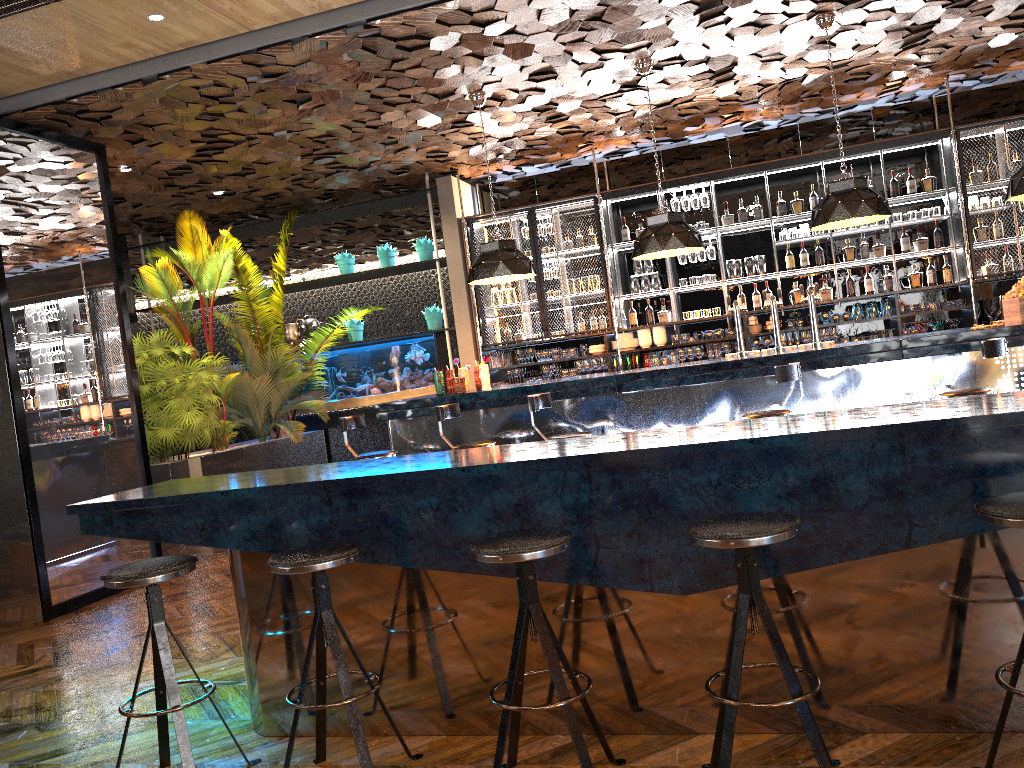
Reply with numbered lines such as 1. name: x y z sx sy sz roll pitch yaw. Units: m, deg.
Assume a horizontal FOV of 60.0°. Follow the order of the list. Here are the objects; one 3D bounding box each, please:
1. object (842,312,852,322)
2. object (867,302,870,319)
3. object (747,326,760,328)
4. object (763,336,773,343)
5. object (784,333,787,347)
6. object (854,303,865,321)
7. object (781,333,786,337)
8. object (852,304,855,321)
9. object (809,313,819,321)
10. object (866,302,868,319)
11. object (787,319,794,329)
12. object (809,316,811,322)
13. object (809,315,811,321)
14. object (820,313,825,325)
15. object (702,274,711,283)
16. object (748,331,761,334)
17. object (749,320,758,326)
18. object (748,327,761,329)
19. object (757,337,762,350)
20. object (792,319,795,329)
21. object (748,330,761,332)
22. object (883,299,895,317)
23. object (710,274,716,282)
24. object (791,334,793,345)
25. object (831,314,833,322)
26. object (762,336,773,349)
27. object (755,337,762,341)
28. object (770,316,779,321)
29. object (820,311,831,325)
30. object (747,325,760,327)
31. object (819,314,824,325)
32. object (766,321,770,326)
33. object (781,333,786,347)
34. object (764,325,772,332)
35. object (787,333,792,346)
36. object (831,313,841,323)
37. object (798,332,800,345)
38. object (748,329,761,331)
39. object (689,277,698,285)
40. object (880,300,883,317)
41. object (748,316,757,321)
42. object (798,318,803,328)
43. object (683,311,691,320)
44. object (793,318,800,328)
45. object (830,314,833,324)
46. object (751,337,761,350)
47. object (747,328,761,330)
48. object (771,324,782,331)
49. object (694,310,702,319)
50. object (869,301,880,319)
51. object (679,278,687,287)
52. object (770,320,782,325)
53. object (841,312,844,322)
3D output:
1. object: 3.426 -0.688 9.065 0.098 0.097 0.098 -8 2 -39
2. object: 3.686 -0.761 9.084 0.115 0.172 0.101 -9 2 -44
3. object: 2.573 -0.599 9.410 0.149 0.025 0.149 -8 1 -21
4. object: 2.730 -0.398 9.449 0.108 0.227 0.108 -8 1 -19
5. object: 2.877 -0.419 9.373 0.058 0.234 0.058 -8 2 -40
6. object: 3.522 -0.737 9.010 0.101 0.172 0.115 -9 2 -44
7. object: 2.904 -0.424 9.458 0.058 0.234 0.058 -8 1 -6
8. object: 3.551 -0.744 9.127 0.115 0.172 0.101 -7 1 26
9. object: 3.135 -0.667 9.181 0.100 0.125 0.100 -8 1 -34
10. object: 3.718 -0.767 9.200 0.101 0.172 0.115 -7 1 21
11. object: 2.894 -0.622 9.217 0.067 0.099 0.058 -8 1 -28
12. object: 3.201 -0.680 9.412 0.100 0.125 0.100 -7 1 30
13. object: 3.170 -0.674 9.298 0.100 0.125 0.100 -8 1 -26
14. object: 3.275 -0.687 9.261 0.108 0.126 0.108 -7 1 11
15. object: 2.095 -1.130 9.545 0.089 0.092 0.089 -7 1 1
16. object: 2.581 -0.546 9.411 0.149 0.022 0.149 -8 1 -15
17. object: 2.570 -0.642 9.407 0.094 0.070 0.107 -9 2 -43
18. object: 2.576 -0.589 9.409 0.149 0.026 0.148 -7 1 23
19. object: 2.622 -0.385 9.481 0.108 0.227 0.108 -8 1 -4
20. object: 2.959 -0.634 9.369 0.058 0.099 0.067 -7 1 19
21. object: 2.580 -0.556 9.411 0.149 0.023 0.149 -8 1 -15
22. object: 3.783 -0.770 8.930 0.115 0.172 0.101 -9 2 -44
23. object: 2.190 -1.146 9.705 0.089 0.092 0.089 -7 1 1
24. object: 2.946 -0.427 9.367 0.049 0.231 0.049 -8 1 -37
25. object: 3.359 -0.682 9.196 0.098 0.097 0.098 -8 1 -36
26. object: 2.695 -0.391 9.336 0.108 0.227 0.108 -8 1 -13
27. object: 2.658 -0.392 9.598 0.108 0.227 0.108 -9 2 -42
28. object: 2.760 -0.683 9.327 0.094 0.068 0.106 -7 1 16
29. object: 3.241 -0.681 9.151 0.108 0.126 0.108 -8 1 -39
30. object: 2.570 -0.610 9.410 0.149 0.026 0.148 -7 1 23
31. object: 3.308 -0.694 9.380 0.108 0.126 0.108 -8 1 -12
32. object: 2.751 -0.638 9.434 0.094 0.069 0.105 -8 1 -6
33. object: 2.841 -0.413 9.285 0.058 0.234 0.058 -7 1 20
34. object: 2.751 -0.593 9.439 0.106 0.067 0.094 -8 1 -21
35. object: 2.902 -0.418 9.247 0.049 0.231 0.049 -7 1 28
36. object: 3.329 -0.676 9.100 0.098 0.097 0.098 -8 1 -4
37. object: 3.018 -0.436 9.349 0.049 0.231 0.049 -7 1 25
38. object: 2.578 -0.567 9.411 0.149 0.023 0.149 -7 1 1
39. object: 1.976 -1.116 9.644 0.089 0.092 0.089 -8 1 -5
40. object: 3.850 -0.784 9.164 0.115 0.172 0.101 -7 1 26
41. object: 2.554 -0.685 9.409 0.094 0.069 0.106 -7 1 23
42. object: 3.029 -0.642 9.326 0.058 0.099 0.067 -7 1 29
43. object: 1.911 -0.739 9.663 0.089 0.092 0.089 -8 1 -12
44. object: 2.963 -0.632 9.237 0.058 0.099 0.067 -8 1 -38
45. object: 3.406 -0.692 9.371 0.098 0.097 0.098 -7 1 8
46. object: 2.585 -0.377 9.368 0.108 0.227 0.108 -7 1 8
47. object: 2.576 -0.579 9.410 0.149 0.024 0.149 -7 1 16
48. object: 2.779 -0.594 9.334 0.106 0.067 0.094 -7 1 5
49. object: 2.020 -0.752 9.616 0.089 0.092 0.089 -8 1 -20
50. object: 3.655 -0.754 8.960 0.115 0.172 0.101 -7 1 1
51. object: 1.879 -1.105 9.719 0.089 0.092 0.089 -8 1 -5
52. object: 2.772 -0.639 9.337 0.106 0.069 0.094 -8 1 -32
53. object: 3.453 -0.694 9.169 0.098 0.097 0.098 -6 2 41
